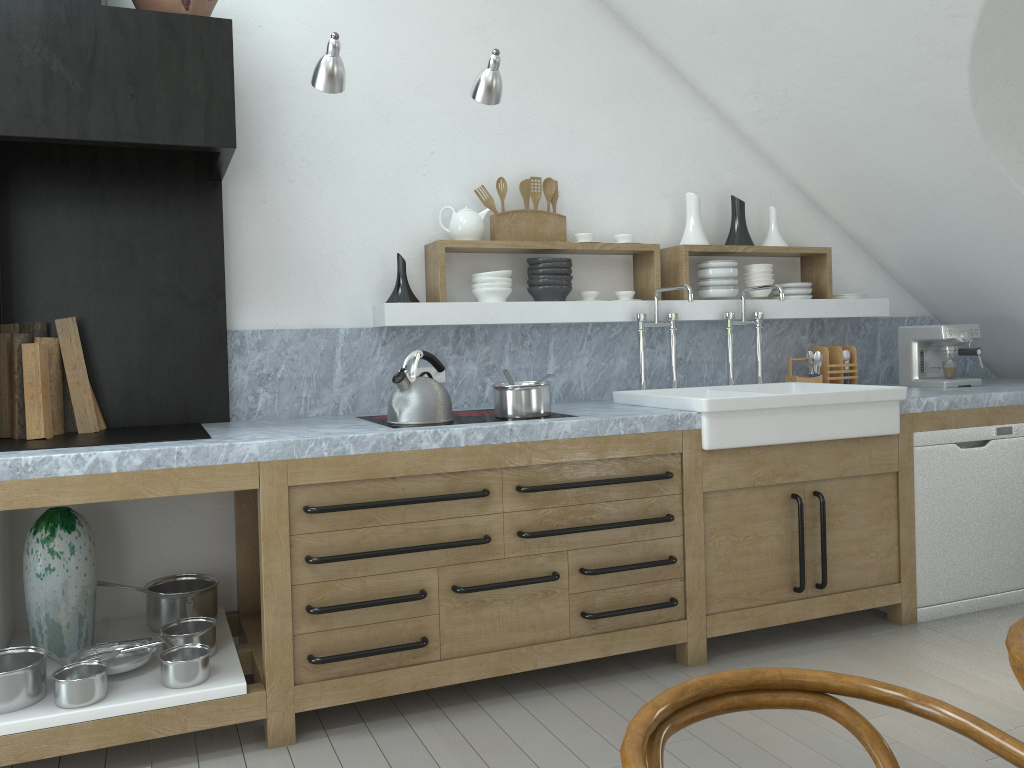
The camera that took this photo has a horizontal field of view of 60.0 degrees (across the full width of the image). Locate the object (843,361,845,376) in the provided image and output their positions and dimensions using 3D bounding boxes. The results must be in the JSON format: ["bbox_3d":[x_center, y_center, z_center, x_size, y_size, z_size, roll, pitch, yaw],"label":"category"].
[{"bbox_3d":[1.738,-0.080,4.647,0.018,0.196,0.023,-2,1,-15],"label":"object"}]

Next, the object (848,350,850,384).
[{"bbox_3d":[1.759,-0.081,4.639,0.022,0.196,0.019,-2,1,-21],"label":"object"}]

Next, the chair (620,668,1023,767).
[{"bbox_3d":[0.430,0.815,1.078,0.527,0.734,0.621,-2,2,-19],"label":"chair"}]

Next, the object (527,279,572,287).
[{"bbox_3d":[0.171,-0.432,4.036,0.205,0.086,0.205,-1,2,15],"label":"object"}]

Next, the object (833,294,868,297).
[{"bbox_3d":[1.777,-0.460,4.710,0.213,0.025,0.213,-3,3,-35],"label":"object"}]

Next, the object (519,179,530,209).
[{"bbox_3d":[0.070,-0.792,4.044,0.061,0.299,0.040,-2,1,-25],"label":"object"}]

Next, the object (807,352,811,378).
[{"bbox_3d":[1.528,-0.069,4.539,0.022,0.196,0.019,-2,1,-34],"label":"object"}]

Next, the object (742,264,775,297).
[{"bbox_3d":[1.238,-0.517,4.450,0.158,0.160,0.154,-2,2,6],"label":"object"}]

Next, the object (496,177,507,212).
[{"bbox_3d":[-0.040,-0.788,3.999,0.055,0.299,0.027,-2,1,-22],"label":"object"}]

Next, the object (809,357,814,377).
[{"bbox_3d":[1.530,-0.059,4.519,0.019,0.178,0.044,-1,1,33],"label":"object"}]

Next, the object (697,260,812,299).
[{"bbox_3d":[1.228,-0.515,4.472,0.657,0.196,0.198,-3,2,-23],"label":"object"}]

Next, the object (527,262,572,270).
[{"bbox_3d":[0.174,-0.507,4.040,0.205,0.084,0.206,-1,2,5],"label":"object"}]

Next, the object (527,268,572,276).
[{"bbox_3d":[0.172,-0.482,4.036,0.206,0.072,0.205,-3,3,-35],"label":"object"}]

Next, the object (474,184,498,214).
[{"bbox_3d":[-0.073,-0.768,3.983,0.199,0.259,0.016,-2,1,-12],"label":"object"}]

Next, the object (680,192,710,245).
[{"bbox_3d":[0.893,-0.805,4.353,0.156,0.268,0.156,-2,1,-34],"label":"object"}]

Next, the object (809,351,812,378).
[{"bbox_3d":[1.534,-0.070,4.548,0.018,0.196,0.020,-2,1,-13],"label":"object"}]

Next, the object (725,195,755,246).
[{"bbox_3d":[1.137,-0.816,4.450,0.156,0.268,0.156,-2,1,-18],"label":"object"}]

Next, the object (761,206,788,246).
[{"bbox_3d":[1.342,-0.801,4.545,0.156,0.218,0.156,-3,2,-41],"label":"object"}]

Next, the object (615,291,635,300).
[{"bbox_3d":[0.537,-0.414,4.211,0.098,0.048,0.098,-3,2,-25],"label":"object"}]

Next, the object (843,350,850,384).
[{"bbox_3d":[1.742,-0.082,4.617,0.040,0.192,0.042,-1,1,28],"label":"object"}]

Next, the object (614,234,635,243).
[{"bbox_3d":[0.535,-0.682,4.210,0.098,0.048,0.098,-3,2,-25],"label":"object"}]

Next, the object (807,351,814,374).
[{"bbox_3d":[1.540,-0.074,4.563,0.040,0.192,0.042,-1,1,15],"label":"object"}]

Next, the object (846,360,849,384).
[{"bbox_3d":[1.751,-0.080,4.631,0.018,0.196,0.020,-2,1,0],"label":"object"}]

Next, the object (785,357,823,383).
[{"bbox_3d":[1.495,-0.054,4.546,0.173,0.171,0.100,-2,1,-21],"label":"object"}]

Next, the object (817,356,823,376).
[{"bbox_3d":[1.567,-0.061,4.529,0.019,0.178,0.044,-2,1,-38],"label":"object"}]

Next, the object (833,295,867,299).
[{"bbox_3d":[1.777,-0.452,4.710,0.213,0.025,0.213,-3,3,-35],"label":"object"}]

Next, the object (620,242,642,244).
[{"bbox_3d":[0.536,-0.659,4.210,0.164,0.012,0.164,-2,3,-5],"label":"object"}]

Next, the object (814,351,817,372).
[{"bbox_3d":[1.551,-0.070,4.535,0.018,0.196,0.023,-2,1,-27],"label":"object"}]

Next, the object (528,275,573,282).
[{"bbox_3d":[0.175,-0.460,4.031,0.205,0.086,0.205,-1,2,20],"label":"object"}]

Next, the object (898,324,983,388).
[{"bbox_3d":[2.238,-0.142,4.521,0.324,0.320,0.387,-2,2,-22],"label":"object"}]

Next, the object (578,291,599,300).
[{"bbox_3d":[0.359,-0.406,4.138,0.098,0.048,0.098,-3,2,-25],"label":"object"}]

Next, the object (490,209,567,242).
[{"bbox_3d":[0.075,-0.713,4.036,0.353,0.157,0.084,-3,1,-22],"label":"object"}]

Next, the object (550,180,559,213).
[{"bbox_3d":[0.195,-0.797,4.096,0.057,0.294,0.030,-2,1,-22],"label":"object"}]

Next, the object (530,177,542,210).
[{"bbox_3d":[0.109,-0.793,4.039,0.057,0.299,0.019,-2,1,-22],"label":"object"}]

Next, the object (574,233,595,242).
[{"bbox_3d":[0.337,-0.673,4.128,0.098,0.048,0.098,-3,2,-25],"label":"object"}]

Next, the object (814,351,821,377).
[{"bbox_3d":[1.558,-0.072,4.518,0.040,0.192,0.042,-1,1,14],"label":"object"}]

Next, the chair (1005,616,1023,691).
[{"bbox_3d":[1.103,0.784,1.345,0.527,0.734,0.621,-2,2,-26],"label":"chair"}]

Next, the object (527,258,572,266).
[{"bbox_3d":[0.170,-0.535,4.041,0.205,0.080,0.205,-2,2,-20],"label":"object"}]

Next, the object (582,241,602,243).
[{"bbox_3d":[0.338,-0.649,4.128,0.164,0.012,0.164,-2,3,-5],"label":"object"}]

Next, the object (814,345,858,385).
[{"bbox_3d":[1.695,-0.090,4.640,0.200,0.223,0.104,-2,1,-22],"label":"object"}]

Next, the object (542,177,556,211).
[{"bbox_3d":[0.167,-0.795,4.066,0.068,0.298,0.039,-2,1,-22],"label":"object"}]
